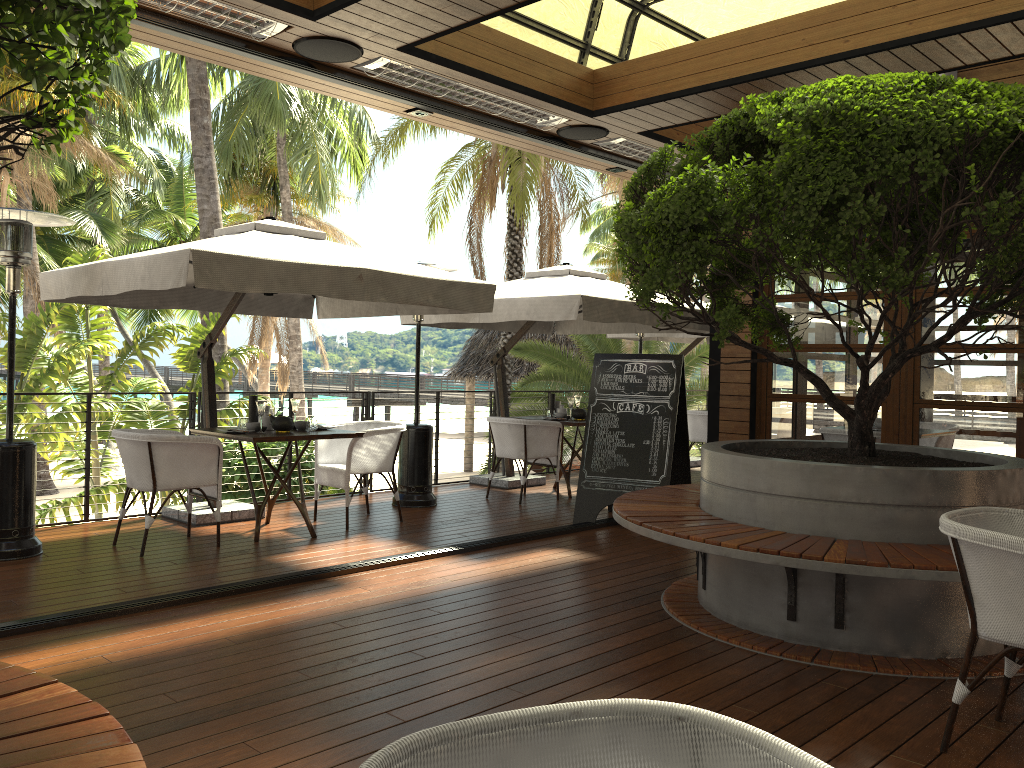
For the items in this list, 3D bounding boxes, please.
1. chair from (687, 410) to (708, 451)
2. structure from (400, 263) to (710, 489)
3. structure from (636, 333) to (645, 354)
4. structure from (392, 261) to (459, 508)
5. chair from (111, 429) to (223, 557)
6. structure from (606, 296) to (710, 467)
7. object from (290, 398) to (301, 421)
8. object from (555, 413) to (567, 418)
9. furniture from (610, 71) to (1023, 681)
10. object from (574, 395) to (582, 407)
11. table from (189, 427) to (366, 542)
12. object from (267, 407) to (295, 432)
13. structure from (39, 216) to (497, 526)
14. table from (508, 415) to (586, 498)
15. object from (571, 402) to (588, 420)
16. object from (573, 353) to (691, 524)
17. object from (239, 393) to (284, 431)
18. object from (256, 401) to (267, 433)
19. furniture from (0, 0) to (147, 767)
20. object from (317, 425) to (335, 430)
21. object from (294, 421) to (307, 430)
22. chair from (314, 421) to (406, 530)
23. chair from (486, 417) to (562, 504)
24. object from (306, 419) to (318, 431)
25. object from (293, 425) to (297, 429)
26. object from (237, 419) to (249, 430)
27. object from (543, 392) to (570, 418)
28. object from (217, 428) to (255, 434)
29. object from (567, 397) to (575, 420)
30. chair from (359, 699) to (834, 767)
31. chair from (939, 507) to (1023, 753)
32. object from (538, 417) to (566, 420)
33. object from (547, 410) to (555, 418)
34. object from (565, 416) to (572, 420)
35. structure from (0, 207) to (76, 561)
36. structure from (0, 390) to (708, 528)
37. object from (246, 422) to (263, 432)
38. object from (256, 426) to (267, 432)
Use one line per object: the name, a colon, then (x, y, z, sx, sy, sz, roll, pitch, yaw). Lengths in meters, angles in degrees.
chair: (2.418, 0.716, 10.864, 0.627, 0.788, 0.616, 2, 1, 45)
structure: (0.529, -0.063, 9.005, 2.414, 2.332, 2.413, 2, 1, 44)
structure: (1.504, -0.003, 10.443, 0.699, 2.192, 0.699, 1, 0, 32)
structure: (-0.854, -0.012, 7.996, 0.699, 2.192, 0.699, 1, 0, 32)
chair: (-2.331, 0.698, 5.936, 0.627, 0.788, 0.616, 2, 1, 45)
structure: (2.872, -0.054, 11.437, 2.414, 2.332, 2.413, 2, 1, 44)
object: (-1.661, 0.225, 6.793, 0.082, 0.227, 0.082, 1, 0, 45)
object: (0.486, 0.321, 8.826, 0.116, 0.065, 0.116, 1, 1, -42)
furniture: (1.832, -0.126, 4.614, 2.569, 2.722, 2.719, 1, 1, 9)
object: (0.684, 0.234, 9.227, 0.082, 0.227, 0.082, 1, 0, 45)
table: (-1.743, 0.718, 6.553, 0.932, 0.749, 0.931, 2, 1, 44)
object: (-1.668, 0.258, 6.454, 0.168, 0.179, 0.163, 1, 1, -44)
structure: (-1.814, -0.071, 6.574, 2.414, 2.332, 2.413, 2, 1, 44)
table: (0.606, 0.727, 8.991, 0.932, 0.749, 0.931, 2, 1, 44)
object: (0.677, 0.266, 8.891, 0.168, 0.179, 0.163, 2, 1, 42)
object: (1.026, 0.447, 7.320, 0.768, 1.397, 0.771, 1, 0, 28)
object: (-1.882, 0.207, 6.665, 0.263, 0.264, 0.263, 1, 1, -1)
object: (-1.767, 0.233, 6.246, 0.082, 0.227, 0.082, 1, 0, 33)
furniture: (-1.814, -0.141, 0.931, 2.616, 2.722, 2.694, 2, 1, 35)
object: (-1.500, 0.333, 6.794, 0.295, 0.025, 0.170, 2, 1, 44)
object: (-1.575, 0.314, 6.648, 0.116, 0.065, 0.116, 2, 1, 42)
chair: (-1.194, 0.703, 7.080, 0.627, 0.788, 0.616, 2, 1, 45)
chair: (0.090, 0.707, 8.448, 0.627, 0.788, 0.616, 2, 1, 45)
object: (-1.483, 0.306, 6.583, 0.086, 0.086, 0.086, 1, 1, -41)
object: (-1.648, 0.322, 6.716, 0.080, 0.042, 0.080, 1, 1, 5)
object: (-1.951, 0.297, 6.454, 0.086, 0.086, 0.086, 1, 1, -41)
object: (0.462, 0.216, 9.098, 0.263, 0.264, 0.263, 1, 1, -1)
object: (-1.933, 0.333, 6.247, 0.295, 0.025, 0.170, 2, 1, 44)
object: (0.578, 0.241, 8.680, 0.082, 0.227, 0.082, 1, 0, 45)
chair: (0.127, 0.849, 0.953, 0.627, 0.788, 0.617, 1, 0, -25)
chair: (1.775, 0.850, 2.940, 0.627, 0.788, 0.617, 1, 1, -40)
object: (0.412, 0.342, 8.680, 0.295, 0.025, 0.170, 2, 1, 44)
object: (0.394, 0.306, 8.888, 0.086, 0.086, 0.086, 1, 1, -41)
object: (0.558, 0.335, 8.759, 0.080, 0.042, 0.080, 2, 1, 35)
structure: (-3.164, -0.020, 5.598, 0.699, 2.192, 0.699, 1, 0, 32)
structure: (-5.650, 0.632, 4.207, 0.163, 1.153, 26.263, 1, 1, 44)
object: (-1.858, 0.312, 6.393, 0.116, 0.065, 0.116, 2, 1, 42)
object: (-1.787, 0.326, 6.325, 0.080, 0.042, 0.080, 1, 1, 5)
